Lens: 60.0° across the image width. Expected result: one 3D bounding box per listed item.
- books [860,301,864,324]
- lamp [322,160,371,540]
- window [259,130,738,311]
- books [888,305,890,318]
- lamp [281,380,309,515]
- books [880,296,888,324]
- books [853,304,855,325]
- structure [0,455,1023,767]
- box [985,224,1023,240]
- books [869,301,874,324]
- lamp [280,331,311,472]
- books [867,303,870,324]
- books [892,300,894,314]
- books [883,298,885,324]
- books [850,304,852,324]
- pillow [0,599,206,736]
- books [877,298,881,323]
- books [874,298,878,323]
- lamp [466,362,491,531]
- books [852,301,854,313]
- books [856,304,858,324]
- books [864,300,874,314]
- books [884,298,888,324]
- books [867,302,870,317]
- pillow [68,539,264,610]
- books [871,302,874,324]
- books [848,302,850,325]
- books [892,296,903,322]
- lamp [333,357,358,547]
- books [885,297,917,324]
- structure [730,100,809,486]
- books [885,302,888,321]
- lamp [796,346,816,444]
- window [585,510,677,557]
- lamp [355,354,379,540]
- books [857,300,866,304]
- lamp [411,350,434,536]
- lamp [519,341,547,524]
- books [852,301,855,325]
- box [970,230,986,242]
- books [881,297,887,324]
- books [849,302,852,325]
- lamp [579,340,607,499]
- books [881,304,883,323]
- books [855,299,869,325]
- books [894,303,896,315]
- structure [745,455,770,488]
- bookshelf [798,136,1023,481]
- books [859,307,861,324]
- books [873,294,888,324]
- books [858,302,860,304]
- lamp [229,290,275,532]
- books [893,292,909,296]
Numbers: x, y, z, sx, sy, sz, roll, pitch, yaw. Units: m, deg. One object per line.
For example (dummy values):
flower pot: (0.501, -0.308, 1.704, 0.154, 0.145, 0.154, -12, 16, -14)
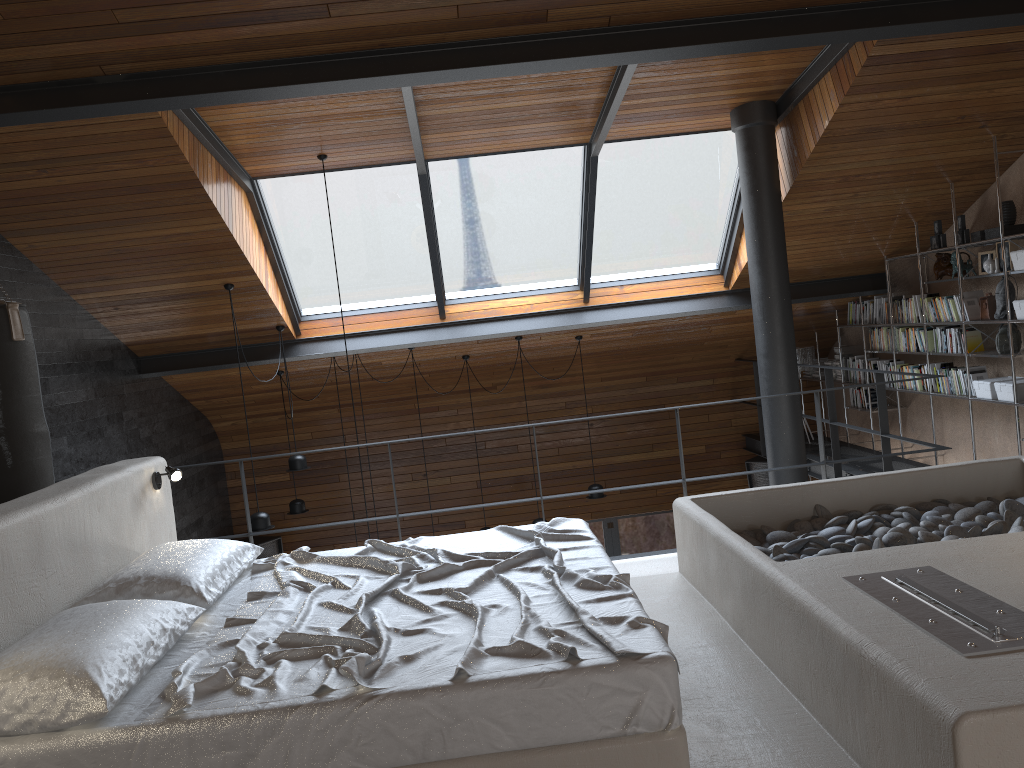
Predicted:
books: (3.435, -0.690, 8.531, 0.161, 0.220, 0.074, -7, 3, -3)
lamp: (-1.177, -0.023, 6.452, 0.210, 3.208, 0.210, -5, 3, 20)
window: (-0.025, -1.356, 7.457, 3.818, 1.031, 1.213, -7, 3, -3)
books: (3.477, -0.657, 8.006, 0.148, 0.206, 0.014, -7, 3, -3)
lamp: (-2.171, 0.576, 8.639, 0.210, 1.369, 0.210, -4, 4, 35)
books: (3.484, -0.688, 8.156, 0.191, 0.249, 0.077, -7, 3, -3)
books: (3.418, -0.690, 8.712, 0.130, 0.202, 0.063, -7, 3, -3)
structure: (0.469, 0.720, 3.193, 4.614, 1.120, 2.634, -7, 3, -3)
box: (3.526, -1.081, 6.307, 0.208, 0.079, 0.207, -7, 3, -6)
books: (3.435, -0.678, 8.351, 0.133, 0.215, 0.070, -7, 3, -3)
lamp: (-1.912, 0.138, 7.622, 0.210, 1.206, 0.210, -4, 4, 35)
books: (3.434, -0.675, 8.395, 0.131, 0.202, 0.068, -7, 3, -3)
books: (3.466, -0.652, 7.933, 0.148, 0.206, 0.018, -7, 3, -3)
books: (3.455, -0.672, 8.088, 0.148, 0.233, 0.053, -7, 3, -3)
books: (3.424, -0.702, 8.779, 0.149, 0.202, 0.067, -7, 3, -3)
pillow: (-1.284, 0.797, 2.625, 0.502, 0.176, 0.837, -7, 3, -2)
books: (3.435, -0.680, 8.167, 0.148, 0.229, 0.073, -7, 3, -3)
books: (3.431, -0.682, 8.213, 0.148, 0.229, 0.073, -7, 3, -3)
lamp: (-0.363, 0.579, 8.897, 0.210, 2.002, 0.210, -4, 4, 35)
books: (3.432, -0.708, 8.763, 0.148, 0.229, 0.073, -7, 3, -3)
books: (3.419, -0.684, 8.634, 0.127, 0.197, 0.063, -7, 3, -3)
books: (3.418, -0.687, 8.456, 0.122, 0.227, 0.076, -7, 3, -3)
books: (3.461, -0.673, 8.066, 0.148, 0.234, 0.033, -7, 3, -3)
books: (3.432, -0.680, 8.408, 0.137, 0.213, 0.068, -7, 3, -3)
pillow: (-1.335, 0.752, 3.518, 0.509, 0.173, 0.842, -7, 3, -3)
books: (3.439, -0.670, 8.322, 0.123, 0.201, 0.071, -7, 3, -3)
books: (3.417, -0.710, 8.828, 0.148, 0.229, 0.073, -7, 3, -3)
books: (3.458, -0.661, 7.887, 0.129, 0.231, 0.010, -7, 3, -3)
lamp: (-1.543, 0.693, 8.259, 0.210, 2.036, 0.210, -4, 4, 35)
books: (3.457, -0.646, 7.778, 0.131, 0.216, 0.509, -7, 3, -3)
structure: (2.085, 0.793, 6.373, 1.197, 5.700, 1.689, -7, 3, -3)
books: (3.462, -0.654, 8.043, 0.143, 0.199, 0.019, -7, 3, -3)
lamp: (2.980, 0.121, 9.344, 0.475, 1.002, 0.475, -5, 4, 21)
window: (0.310, 2.349, 10.820, 5.936, 1.522, 0.101, -7, 3, -3)
lamp: (-1.305, 0.746, 8.115, 0.210, 2.273, 0.210, -4, 4, 35)
books: (3.429, -0.700, 8.652, 0.129, 0.226, 0.069, -7, 3, -3)
lamp: (-0.837, 0.675, 8.463, 0.210, 2.034, 0.210, -4, 4, 35)
lamp: (0.172, 0.490, 8.596, 0.210, 1.911, 0.210, -4, 4, 35)
books: (3.434, -0.705, 8.735, 0.160, 0.228, 0.080, -7, 3, -3)
box: (3.521, -1.094, 6.525, 0.208, 0.079, 0.207, -6, 3, 11)
books: (3.490, -0.686, 8.145, 0.191, 0.244, 0.075, -7, 3, -3)
books: (3.435, -0.710, 8.802, 0.169, 0.229, 0.077, -7, 3, -3)
lamp: (0.751, 0.346, 8.780, 0.210, 1.565, 0.210, -4, 4, 35)
books: (3.454, -0.654, 8.128, 0.131, 0.178, 0.057, -7, 3, -3)
books: (3.424, -0.705, 8.666, 0.143, 0.233, 0.081, -7, 3, -3)
books: (3.470, -0.636, 7.877, 0.131, 0.181, 0.014, -7, 3, -3)
structure: (3.004, 1.159, 10.068, 0.488, 0.735, 0.461, -10, 5, -43)
bookshelf: (3.817, 0.428, 4.807, 0.421, 6.219, 10.739, -7, 3, -3)
books: (3.415, -0.666, 8.574, 0.119, 0.169, 0.058, -7, 3, -3)
books: (3.455, -0.700, 8.293, 0.143, 0.264, 0.088, -7, 3, -3)
books: (3.444, -0.694, 8.602, 0.177, 0.214, 0.064, -7, 3, -3)
lamp: (-2.042, 0.197, 6.787, 0.210, 1.854, 0.210, -4, 4, 35)
books: (3.473, -0.682, 7.903, 0.143, 0.268, 0.020, -7, 3, -3)
